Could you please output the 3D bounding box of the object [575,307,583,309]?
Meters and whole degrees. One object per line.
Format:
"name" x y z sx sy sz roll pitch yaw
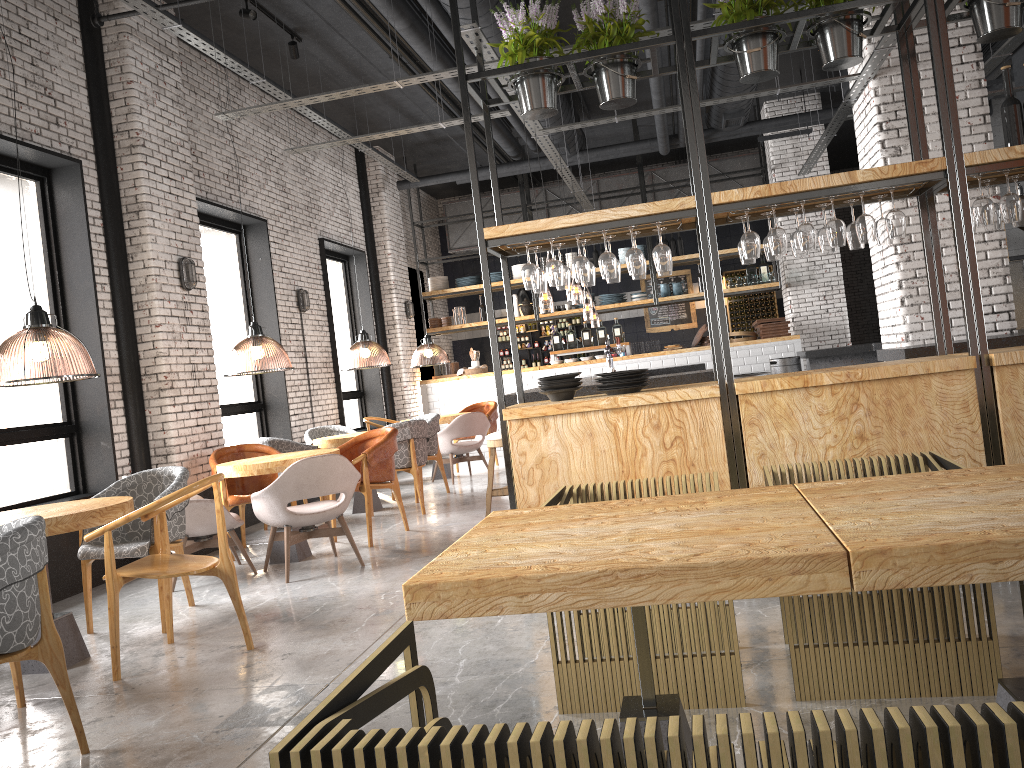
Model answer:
"object" 1.187 -1.227 14.300 0.335 0.033 0.334 -7 1 -20

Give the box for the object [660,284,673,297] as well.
"object" 2.452 -1.475 14.044 0.198 0.230 0.166 -7 0 18

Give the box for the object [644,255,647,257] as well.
"object" 2.047 -1.994 14.095 0.218 0.093 0.218 -7 0 -5

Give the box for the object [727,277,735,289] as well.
"object" 3.383 -1.562 13.731 0.118 0.181 0.118 -7 0 -25

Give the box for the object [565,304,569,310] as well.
"object" 0.882 -1.220 14.136 0.072 0.097 0.072 -7 0 43

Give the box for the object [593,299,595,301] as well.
"object" 1.174 -1.331 14.302 0.334 0.039 0.335 -7 1 11

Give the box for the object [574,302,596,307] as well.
"object" 1.182 -1.262 14.304 0.373 0.067 0.372 -7 0 -7

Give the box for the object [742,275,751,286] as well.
"object" 3.616 -1.589 13.656 0.118 0.181 0.118 -7 0 44

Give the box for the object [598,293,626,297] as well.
"object" 1.611 -1.421 14.213 0.452 0.062 0.454 -7 1 27

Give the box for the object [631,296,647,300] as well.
"object" 2.023 -1.368 14.133 0.265 0.038 0.265 -7 1 34

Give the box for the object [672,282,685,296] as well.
"object" 2.623 -1.496 13.997 0.166 0.230 0.198 -7 0 -18

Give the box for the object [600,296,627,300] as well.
"object" 1.616 -1.374 14.211 0.454 0.065 0.452 -7 1 -26

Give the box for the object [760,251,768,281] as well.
"object" 3.914 -1.811 13.796 0.140 0.550 0.097 -7 -1 15

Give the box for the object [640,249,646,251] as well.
"object" 2.028 -2.089 14.100 0.219 0.092 0.218 -7 0 -38

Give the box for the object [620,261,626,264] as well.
"object" 1.829 -1.920 14.164 0.210 0.065 0.210 -7 0 29

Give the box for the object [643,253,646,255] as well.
"object" 2.034 -2.025 14.095 0.218 0.092 0.218 -7 0 1

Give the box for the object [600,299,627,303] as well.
"object" 1.622 -1.326 14.213 0.453 0.050 0.454 -7 1 31

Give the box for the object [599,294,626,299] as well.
"object" 1.611 -1.396 14.213 0.453 0.048 0.454 -6 1 38

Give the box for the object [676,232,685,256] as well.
"object" 2.627 -2.216 13.878 0.098 0.458 0.098 -7 -1 -11

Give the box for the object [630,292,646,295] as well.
"object" 2.015 -1.433 14.134 0.265 0.037 0.265 -7 1 6

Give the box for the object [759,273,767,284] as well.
"object" 3.857 -1.618 13.641 0.118 0.181 0.118 -7 0 -5

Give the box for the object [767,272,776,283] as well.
"object" 3.967 -1.631 13.566 0.118 0.181 0.118 -7 0 35

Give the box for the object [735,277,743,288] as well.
"object" 3.498 -1.575 13.690 0.118 0.181 0.118 -7 0 -29

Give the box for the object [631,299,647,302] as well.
"object" 2.029 -1.328 14.132 0.263 0.026 0.263 -7 1 -43

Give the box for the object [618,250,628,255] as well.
"object" 1.807 -2.093 14.163 0.210 0.076 0.210 -7 0 -14

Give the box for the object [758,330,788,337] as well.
"object" 3.924 -0.758 13.328 0.405 0.044 0.636 -7 1 14

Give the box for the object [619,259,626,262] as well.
"object" 1.822 -1.963 14.164 0.210 0.069 0.210 -7 0 -23

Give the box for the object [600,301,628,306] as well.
"object" 1.626 -1.278 14.213 0.454 0.033 0.454 -7 1 -7

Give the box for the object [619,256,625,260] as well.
"object" 1.820 -2.007 14.168 0.210 0.074 0.210 -7 0 -14

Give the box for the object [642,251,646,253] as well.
"object" 2.031 -2.057 14.099 0.219 0.092 0.218 -7 0 -43

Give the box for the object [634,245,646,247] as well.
"object" 2.025 -2.153 14.100 0.218 0.091 0.218 -7 0 29

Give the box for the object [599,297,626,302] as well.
"object" 1.616 -1.350 14.212 0.453 0.062 0.453 -7 1 -34

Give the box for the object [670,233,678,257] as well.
"object" 2.522 -2.203 13.899 0.098 0.458 0.098 -7 -1 -11

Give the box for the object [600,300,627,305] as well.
"object" 1.623 -1.302 14.213 0.454 0.042 0.454 -7 1 -14

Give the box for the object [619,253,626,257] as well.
"object" 1.809 -2.050 14.165 0.210 0.078 0.210 -7 0 33

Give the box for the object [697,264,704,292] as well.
"object" 2.972 -1.659 13.957 0.098 0.471 0.098 -7 -1 -1

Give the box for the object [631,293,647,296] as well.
"object" 2.018 -1.422 14.133 0.265 0.034 0.265 -7 1 24

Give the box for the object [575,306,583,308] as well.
"object" 1.185 -1.241 14.299 0.335 0.046 0.334 -7 1 -4

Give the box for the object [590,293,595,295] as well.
"object" 1.163 -1.420 14.302 0.372 0.050 0.373 -7 1 33

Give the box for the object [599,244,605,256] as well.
"object" 1.446 -2.082 14.190 0.098 0.471 0.098 -7 -1 34

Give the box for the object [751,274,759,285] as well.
"object" 3.736 -1.603 13.647 0.118 0.181 0.118 -7 0 -12

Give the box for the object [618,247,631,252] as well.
"object" 1.804 -2.136 14.164 0.210 0.074 0.210 -7 0 16

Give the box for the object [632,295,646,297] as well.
"object" 2.021 -1.393 14.133 0.263 0.028 0.263 -6 1 38

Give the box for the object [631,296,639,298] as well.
"object" 2.022 -1.382 14.132 0.263 0.032 0.263 -7 1 -30

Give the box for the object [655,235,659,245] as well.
"object" 2.308 -2.178 13.941 0.098 0.458 0.098 -7 -1 34

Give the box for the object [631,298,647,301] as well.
"object" 2.027 -1.340 14.131 0.263 0.038 0.263 -7 1 26

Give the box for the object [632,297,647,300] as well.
"object" 2.025 -1.350 14.132 0.263 0.037 0.263 -7 1 -15

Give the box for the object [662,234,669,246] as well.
"object" 2.413 -2.190 13.920 0.098 0.458 0.098 -7 -1 34

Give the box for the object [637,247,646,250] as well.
"object" 2.033 -2.122 14.097 0.218 0.096 0.218 -7 0 -5

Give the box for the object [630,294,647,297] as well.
"object" 2.019 -1.404 14.133 0.263 0.029 0.263 -7 1 -12

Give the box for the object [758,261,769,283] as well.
"object" 3.924 -1.736 13.799 0.156 0.406 0.106 -7 -1 15

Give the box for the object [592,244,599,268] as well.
"object" 1.341 -2.070 14.210 0.098 0.471 0.098 -7 -1 34

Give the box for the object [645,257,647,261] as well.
"object" 2.046 -1.961 14.094 0.219 0.085 0.218 -7 0 -20

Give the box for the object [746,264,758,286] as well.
"object" 3.729 -1.787 13.822 0.156 0.554 0.106 -7 -1 15
